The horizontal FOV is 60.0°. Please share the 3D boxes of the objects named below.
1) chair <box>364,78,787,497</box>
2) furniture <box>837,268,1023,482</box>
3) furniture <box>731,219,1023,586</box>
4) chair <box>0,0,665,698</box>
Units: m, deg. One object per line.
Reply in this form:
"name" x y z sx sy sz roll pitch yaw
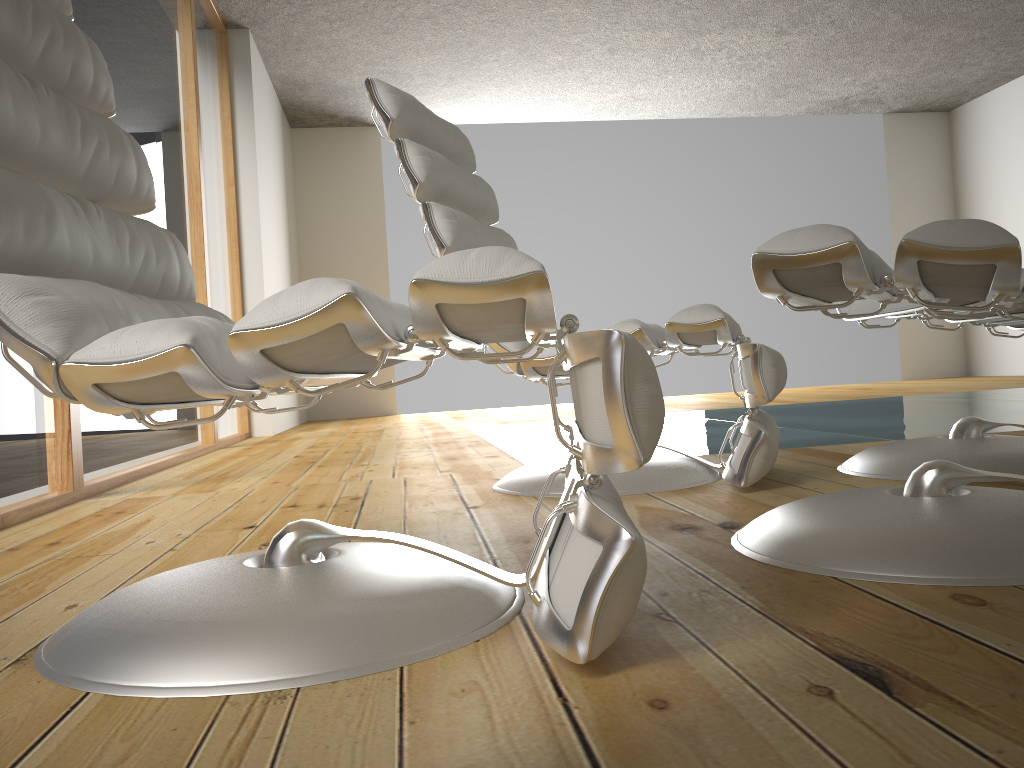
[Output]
"chair" 0.175 -0.250 2.158 0.913 0.969 0.569 -4 -1 18
"furniture" 1.077 -0.040 1.998 0.686 0.439 0.569 -4 0 -1
"furniture" 0.637 -0.005 1.222 0.685 0.439 0.570 -4 0 28
"chair" -0.312 -0.209 1.068 0.914 0.969 0.569 -4 -1 3
